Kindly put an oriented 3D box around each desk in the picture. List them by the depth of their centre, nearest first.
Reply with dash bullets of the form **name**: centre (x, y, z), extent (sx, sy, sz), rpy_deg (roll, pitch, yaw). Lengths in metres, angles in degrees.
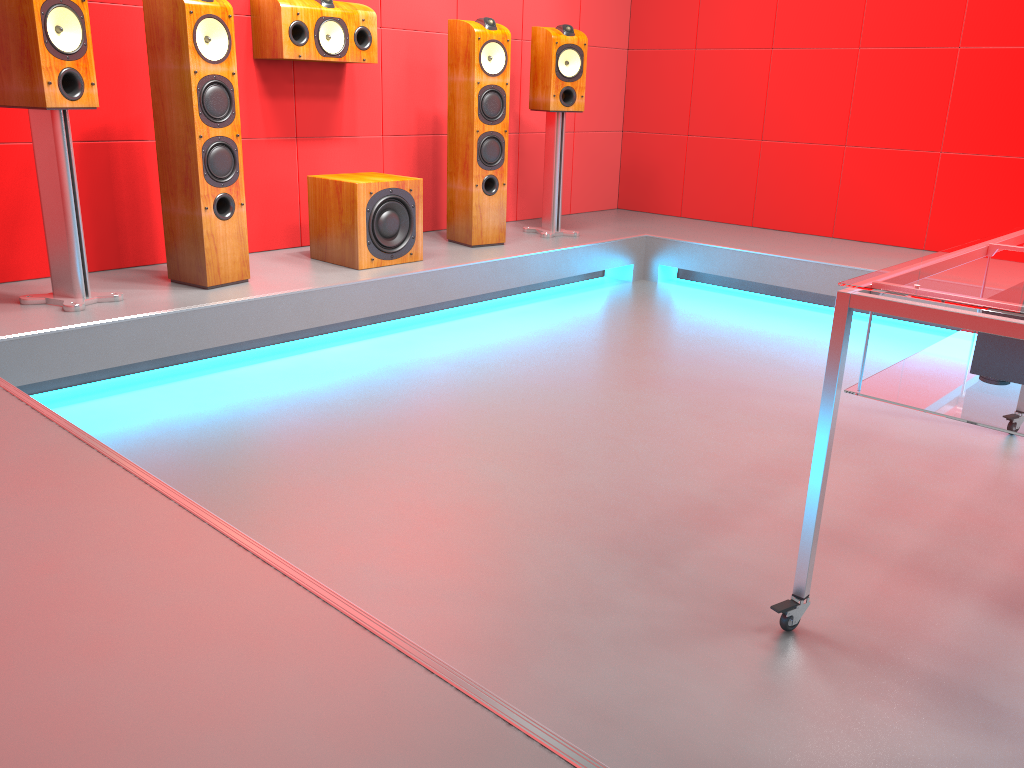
- **desk**: centre (1.265, 0.059, 1.987), extent (0.594, 0.690, 1.617), rpy_deg (18, 24, 40)

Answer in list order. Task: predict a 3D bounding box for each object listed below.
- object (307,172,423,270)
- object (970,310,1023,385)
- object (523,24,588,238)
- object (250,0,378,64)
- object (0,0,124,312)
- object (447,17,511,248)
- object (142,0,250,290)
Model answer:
- **object**: centre (-0.638, -0.725, 3.895), extent (0.360, 0.360, 0.360), rpy_deg (18, 24, 40)
- **object**: centre (1.167, -0.082, 1.723), extent (0.371, 0.158, 0.431), rpy_deg (18, 24, 40)
- **object**: centre (0.227, -1.321, 4.665), extent (0.231, 1.058, 0.265), rpy_deg (-8, 21, -26)
- **object**: centre (-0.851, -1.547, 3.855), extent (0.235, 0.271, 0.493), rpy_deg (18, 24, 40)
- **object**: centre (-1.500, -0.787, 2.894), extent (0.265, 1.058, 0.231), rpy_deg (9, 20, 21)
- **object**: centre (-0.164, -1.208, 4.296), extent (0.203, 1.052, 0.238), rpy_deg (-12, 23, -35)
- **object**: centre (-1.148, -0.893, 3.256), extent (0.238, 1.052, 0.203), rpy_deg (13, 21, 31)
